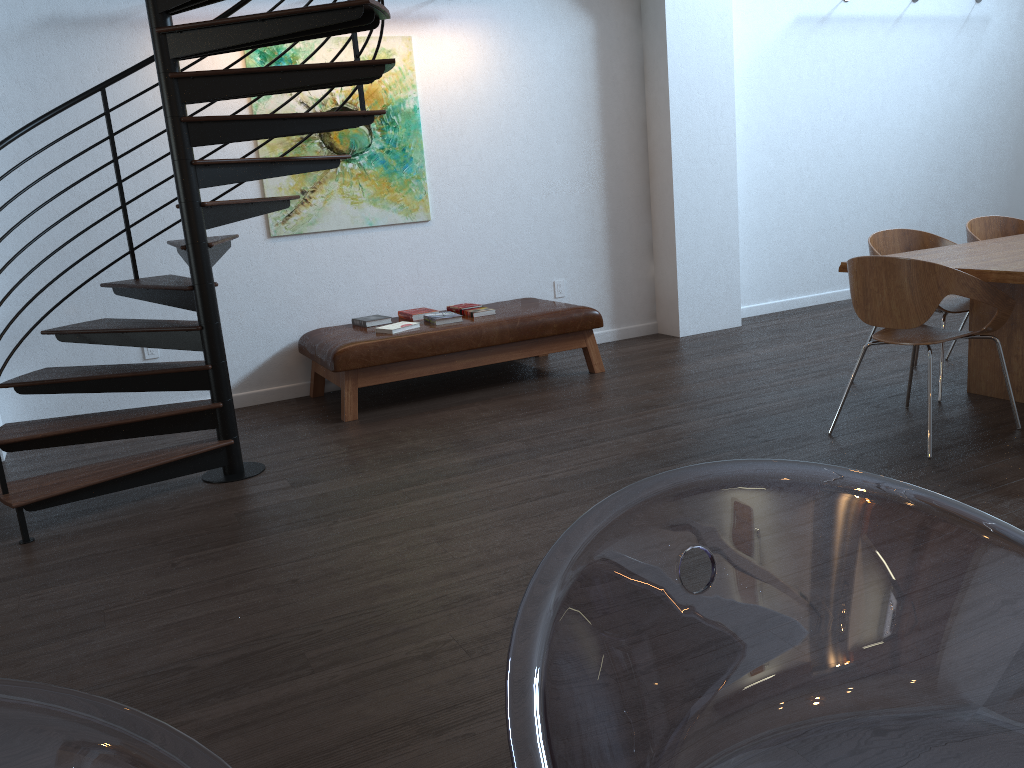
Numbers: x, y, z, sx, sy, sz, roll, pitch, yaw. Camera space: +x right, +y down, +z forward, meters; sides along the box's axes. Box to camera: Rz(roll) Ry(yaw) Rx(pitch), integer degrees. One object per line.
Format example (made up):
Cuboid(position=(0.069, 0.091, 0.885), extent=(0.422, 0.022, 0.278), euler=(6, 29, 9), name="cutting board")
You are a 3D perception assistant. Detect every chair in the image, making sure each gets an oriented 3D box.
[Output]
Cuboid(position=(1.832, -0.189, 3.970), extent=(0.618, 0.833, 0.629), euler=(-12, 15, -29), name="chair")
Cuboid(position=(2.258, -0.414, 4.794), extent=(0.629, 0.830, 0.617), euler=(-11, 14, -24), name="chair")
Cuboid(position=(-0.273, 0.710, 0.395), extent=(0.530, 1.014, 0.481), euler=(-10, 14, -22), name="chair")
Cuboid(position=(0.292, 0.602, 0.654), extent=(0.530, 1.014, 0.481), euler=(-11, 14, -26), name="chair")
Cuboid(position=(2.948, -0.544, 5.104), extent=(0.629, 0.833, 0.618), euler=(-10, 14, -23), name="chair")

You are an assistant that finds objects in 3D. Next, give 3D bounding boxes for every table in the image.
Cuboid(position=(3.560, -0.479, 4.770), extent=(3.803, 0.750, 1.012), euler=(-11, 14, -24), name="table")

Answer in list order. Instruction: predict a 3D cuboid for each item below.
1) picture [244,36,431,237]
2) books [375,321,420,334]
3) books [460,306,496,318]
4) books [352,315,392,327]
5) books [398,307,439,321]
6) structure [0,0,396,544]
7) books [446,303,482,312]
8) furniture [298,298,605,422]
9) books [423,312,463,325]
Cuboid(position=(-1.100, -1.616, 5.750), extent=(1.095, 1.200, 0.010), euler=(-11, 14, -24), name="picture")
Cuboid(position=(-0.699, -0.347, 5.435), extent=(0.161, 0.031, 0.223), euler=(7, 17, 42), name="books")
Cuboid(position=(-0.223, -0.469, 5.769), extent=(0.161, 0.032, 0.224), euler=(-11, 14, -24), name="books")
Cuboid(position=(-0.913, -0.412, 5.777), extent=(0.183, 0.044, 0.254), euler=(-12, 15, -29), name="books")
Cuboid(position=(-0.619, -0.465, 5.891), extent=(0.197, 0.043, 0.283), euler=(-11, 14, -25), name="books")
Cuboid(position=(-1.547, -1.679, 3.864), extent=(1.998, 4.352, 1.998), euler=(1, 14, 25), name="structure")
Cuboid(position=(-0.323, -0.518, 6.030), extent=(0.161, 0.036, 0.224), euler=(-12, 15, -30), name="books")
Cuboid(position=(-0.395, -0.220, 5.834), extent=(1.819, 0.453, 0.907), euler=(-11, 14, -24), name="furniture")
Cuboid(position=(-0.435, -0.416, 5.609), extent=(0.185, 0.040, 0.247), euler=(-10, 14, -21), name="books")
